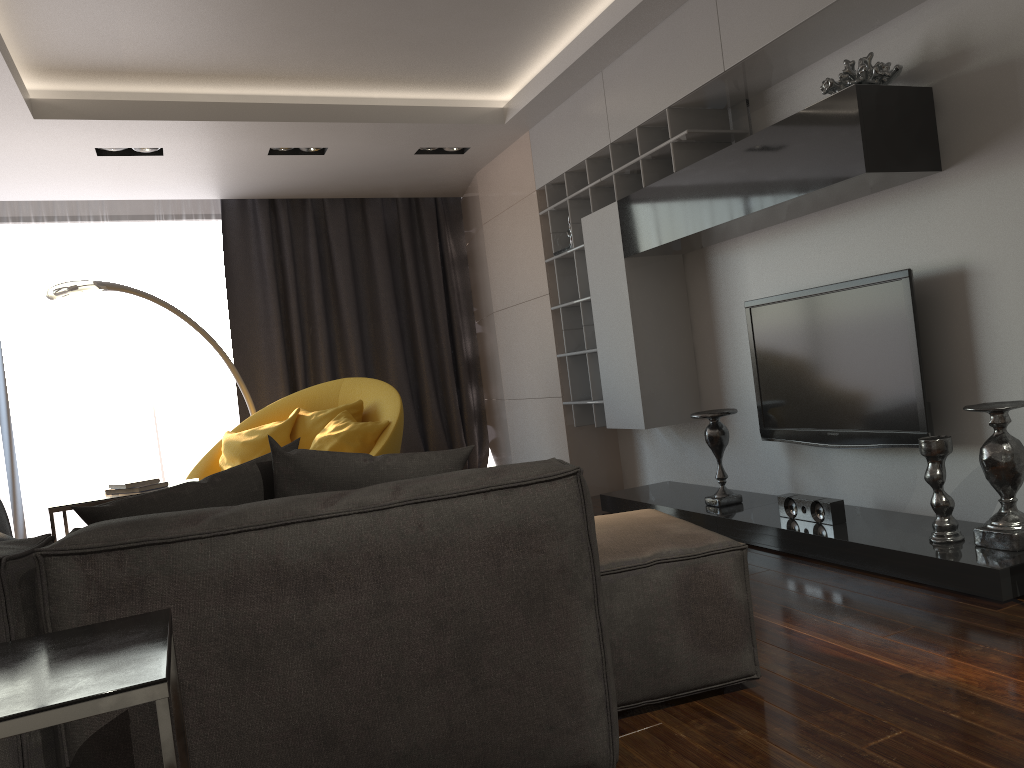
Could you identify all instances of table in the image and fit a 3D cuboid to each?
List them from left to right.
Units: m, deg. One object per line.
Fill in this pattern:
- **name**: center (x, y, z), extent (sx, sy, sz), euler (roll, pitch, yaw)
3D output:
- **table**: center (-0.759, 0.693, 1.186), extent (0.626, 0.563, 0.432), euler (-7, 1, -24)
- **table**: center (-1.759, 0.784, 4.126), extent (0.626, 0.563, 0.432), euler (-7, 1, -24)

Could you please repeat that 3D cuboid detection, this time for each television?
- **television**: center (1.438, -0.078, 3.882), extent (0.150, 0.714, 1.057), euler (-7, 1, -21)

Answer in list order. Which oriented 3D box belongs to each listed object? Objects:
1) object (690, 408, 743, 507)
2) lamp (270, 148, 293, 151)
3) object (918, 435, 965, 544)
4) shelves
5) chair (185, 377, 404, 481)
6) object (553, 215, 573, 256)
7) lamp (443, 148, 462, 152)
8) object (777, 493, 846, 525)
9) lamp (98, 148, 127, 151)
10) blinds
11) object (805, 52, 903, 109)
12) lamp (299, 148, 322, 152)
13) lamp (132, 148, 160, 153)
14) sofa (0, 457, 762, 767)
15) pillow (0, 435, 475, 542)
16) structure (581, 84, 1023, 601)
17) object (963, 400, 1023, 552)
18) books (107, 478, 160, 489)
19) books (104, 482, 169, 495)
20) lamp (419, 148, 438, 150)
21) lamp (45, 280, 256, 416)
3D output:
- **object**: center (1.048, 0.372, 4.445), extent (0.252, 0.475, 0.227), euler (-7, 1, -31)
- **lamp**: center (-1.485, -1.547, 5.686), extent (0.179, 0.077, 0.175), euler (-7, 1, -4)
- **object**: center (1.544, 0.377, 3.166), extent (0.129, 0.371, 0.117), euler (-7, 1, -29)
- **shelves**: center (0.763, -0.557, 5.128), extent (0.394, 1.600, 1.844), euler (-7, 1, -21)
- **chair**: center (-1.352, 0.497, 5.508), extent (1.444, 1.005, 1.192), euler (-7, 1, 33)
- **object**: center (0.438, -0.971, 5.671), extent (0.296, 0.227, 0.273), euler (-7, 1, -23)
- **lamp**: center (-0.408, -1.684, 6.190), extent (0.181, 0.077, 0.173), euler (-7, 1, -11)
- **object**: center (1.294, 0.539, 3.813), extent (0.075, 0.094, 0.346), euler (-7, 1, -21)
- **lamp**: center (-2.391, -1.432, 5.262), extent (0.185, 0.077, 0.168), euler (-7, 1, -28)
- **blinds**: center (-3.754, -0.159, 6.169), extent (7.871, 2.894, 0.711), euler (-7, 1, -31)
- **object**: center (1.349, -1.183, 3.409), extent (0.337, 0.177, 0.309), euler (-7, 1, -23)
- **lamp**: center (-1.316, -1.569, 5.766), extent (0.181, 0.077, 0.173), euler (-7, 1, -11)
- **lamp**: center (-2.222, -1.454, 5.342), extent (0.181, 0.077, 0.173), euler (-7, 1, -11)
- **sofa**: center (-0.842, 0.613, 2.771), extent (2.809, 0.704, 2.419), euler (-7, 1, -13)
- **pillow**: center (-1.238, 0.413, 2.186), extent (2.008, 0.431, 1.104), euler (-7, 1, 28)
- **structure**: center (1.145, -0.187, 4.104), extent (0.500, 1.766, 2.768), euler (-7, 1, -21)
- **object**: center (1.686, 0.306, 3.005), extent (0.231, 0.482, 0.208), euler (-7, 1, -29)
- **books**: center (-1.781, 0.469, 4.143), extent (0.194, 0.022, 0.163), euler (-6, 1, 43)
- **books**: center (-1.766, 0.490, 4.136), extent (0.222, 0.023, 0.169), euler (-7, 1, 26)
- **lamp**: center (-0.577, -1.663, 6.110), extent (0.179, 0.077, 0.175), euler (-7, 1, -4)
- **lamp**: center (-1.189, 0.072, 6.887), extent (4.474, 1.779, 0.550), euler (-8, 1, -44)
